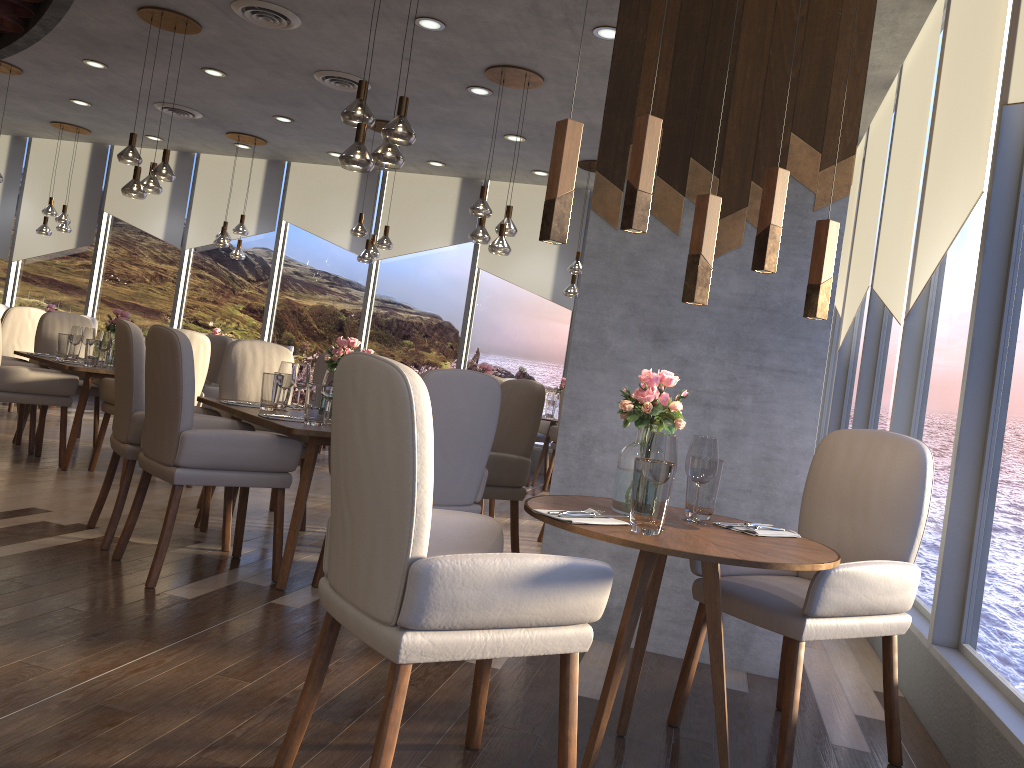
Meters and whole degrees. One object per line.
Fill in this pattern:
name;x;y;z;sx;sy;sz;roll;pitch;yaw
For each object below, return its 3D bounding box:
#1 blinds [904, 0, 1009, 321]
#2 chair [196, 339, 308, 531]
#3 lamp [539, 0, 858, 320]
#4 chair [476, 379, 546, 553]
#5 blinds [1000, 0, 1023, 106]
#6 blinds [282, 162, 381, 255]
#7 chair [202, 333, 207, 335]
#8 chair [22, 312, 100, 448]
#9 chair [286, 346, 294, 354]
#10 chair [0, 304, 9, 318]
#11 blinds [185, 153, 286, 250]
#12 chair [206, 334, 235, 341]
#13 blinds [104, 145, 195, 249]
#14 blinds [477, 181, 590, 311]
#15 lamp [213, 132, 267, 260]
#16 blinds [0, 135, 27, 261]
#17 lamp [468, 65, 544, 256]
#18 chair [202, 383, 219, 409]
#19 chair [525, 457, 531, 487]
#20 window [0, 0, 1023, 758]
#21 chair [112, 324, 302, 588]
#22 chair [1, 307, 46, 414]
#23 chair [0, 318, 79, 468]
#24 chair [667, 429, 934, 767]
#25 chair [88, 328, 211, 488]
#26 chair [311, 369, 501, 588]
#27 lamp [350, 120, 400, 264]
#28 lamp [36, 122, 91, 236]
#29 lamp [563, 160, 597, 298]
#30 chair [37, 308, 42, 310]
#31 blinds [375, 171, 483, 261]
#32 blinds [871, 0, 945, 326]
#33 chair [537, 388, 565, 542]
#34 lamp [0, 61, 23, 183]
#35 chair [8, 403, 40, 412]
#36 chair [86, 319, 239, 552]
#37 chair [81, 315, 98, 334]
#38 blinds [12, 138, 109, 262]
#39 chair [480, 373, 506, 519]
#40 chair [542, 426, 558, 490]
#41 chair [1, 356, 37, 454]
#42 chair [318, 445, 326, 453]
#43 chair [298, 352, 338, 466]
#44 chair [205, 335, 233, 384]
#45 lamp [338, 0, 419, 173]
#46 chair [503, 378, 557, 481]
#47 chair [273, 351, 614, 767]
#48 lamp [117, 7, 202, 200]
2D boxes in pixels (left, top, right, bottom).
blinds;2.005;-1.656;3.854;0.007;2.683;1.171;8;-1;13
chair;-1.404;0.261;4.990;0.527;1.001;0.601;9;-1;-34
lamp;0.642;-1.176;2.457;1.158;1.933;0.118;9;-2;-32
chair;-0.218;0.438;4.478;0.598;1.001;0.529;9;-1;-33
blinds;1.764;-1.982;2.633;0.007;2.683;1.171;8;-1;13
blinds;-2.071;-2.871;10.619;1.174;2.683;0.007;8;-2;13
chair;-3.565;-0.085;10.218;0.527;1.001;0.600;9;-1;-24
chair;-3.471;-0.053;6.913;0.527;1.001;0.601;9;-1;-41
chair;-2.814;0.027;9.894;0.599;1.001;0.529;9;-1;-20
chair;-6.214;-0.477;10.795;0.601;1.001;0.527;8;-1;26
blinds;-3.294;-2.906;10.903;1.174;2.683;0.007;8;-2;13
chair;-3.120;-0.014;9.146;0.527;1.001;0.600;9;-1;-24
blinds;-4.495;-3.084;11.190;1.174;2.683;0.007;8;-2;13
blinds;0.306;-2.218;10.032;1.174;2.683;0.007;8;-2;13
lamp;-3.031;-2.059;9.786;0.439;1.327;0.439;8;-1;6
blinds;-6.967;-3.010;11.755;1.174;2.683;0.007;8;-2;13
lamp;-0.078;-1.608;6.513;0.440;1.327;0.438;8;-1;21
chair;-2.223;0.132;6.563;0.598;1.001;0.529;9;-1;-41
chair;-0.125;0.430;8.456;0.598;1.001;0.529;9;-1;-30
window;-0.174;-0.933;7.230;8.042;3.201;16.150;8;0;-32
chair;-1.263;0.288;3.717;0.598;1.001;0.529;9;-1;-41
chair;-4.502;-0.210;7.821;0.601;1.001;0.527;8;-1;27
chair;-3.173;-0.003;5.668;0.529;1.001;0.598;7;-1;42
chair;0.917;0.614;2.741;0.598;1.001;0.529;9;-1;-34
chair;-2.315;0.123;5.716;0.601;1.001;0.527;7;-2;44
chair;-0.419;0.413;3.664;0.527;1.001;0.601;9;-1;-39
lamp;-1.275;-1.794;8.449;0.440;1.327;0.438;8;-1;16
lamp;-5.370;-2.407;10.577;0.440;1.327;0.438;8;-1;12
lamp;0.775;-1.495;8.752;0.438;1.327;0.440;9;-1;-20
chair;-5.139;-0.309;8.955;0.529;1.001;0.598;8;-1;27
blinds;-0.854;-2.691;10.328;1.174;2.683;0.007;8;-2;13
blinds;2.282;-1.603;5.067;0.007;2.683;1.171;8;-1;13
chair;0.564;0.547;5.536;0.598;1.001;0.529;9;-1;-30
lamp;-4.922;-2.329;8.276;0.438;1.327;0.440;9;-2;-38
chair;-4.656;-0.237;8.668;0.529;1.001;0.598;8;-1;32
chair;-1.608;0.235;4.168;0.598;1.001;0.529;9;-1;-33
chair;-5.200;-0.325;10.247;0.601;1.001;0.527;8;-1;27
blinds;-5.763;-2.831;11.467;1.174;2.683;0.007;8;-2;13
chair;-0.305;0.418;5.860;0.528;1.001;0.600;9;-1;-10
chair;0.700;0.553;8.216;0.527;1.001;0.601;9;-1;-33
chair;-3.571;-0.064;6.072;0.598;1.001;0.529;9;-1;-41
chair;-1.637;0.205;8.960;0.528;1.001;0.599;8;-1;-6
chair;-1.545;0.225;7.803;0.528;1.001;0.599;8;-1;-5
chair;-2.604;0.074;6.979;0.529;1.001;0.598;7;-2;44
lamp;-0.594;-1.672;4.352;0.439;1.327;0.439;8;-1;-2
chair;0.095;0.458;9.205;0.527;1.001;0.601;9;-1;-33
chair;-0.151;0.461;2.047;0.598;1.001;0.529;9;-1;-34
lamp;-2.569;-1.973;6.387;0.440;1.327;0.438;8;-1;18
